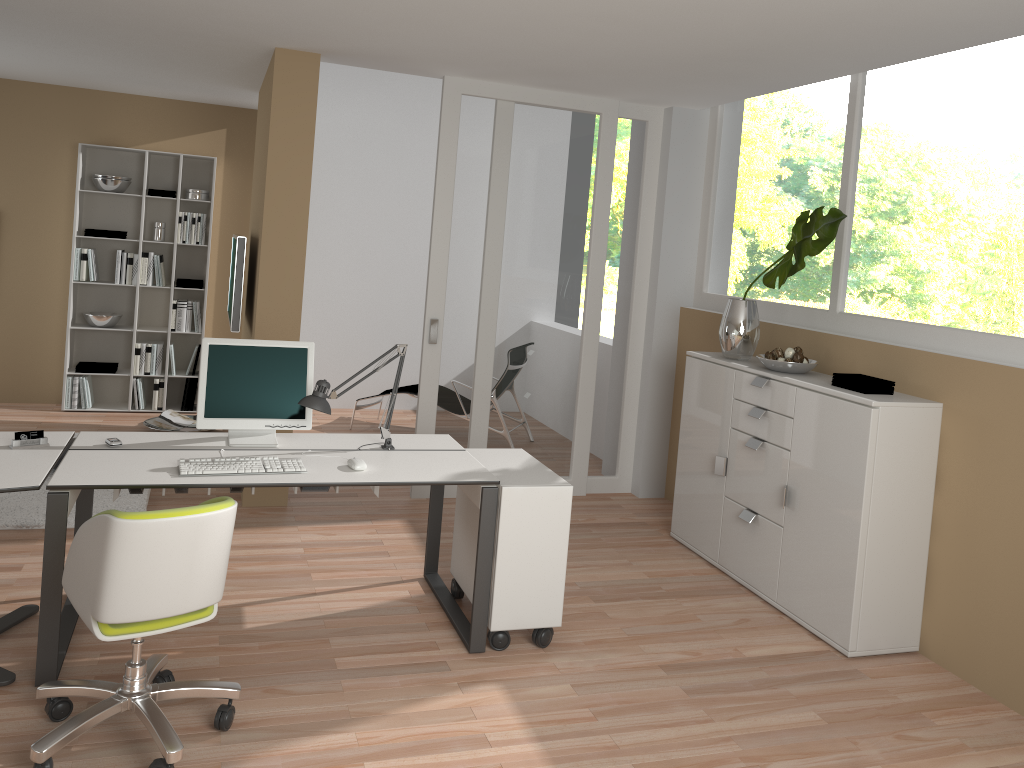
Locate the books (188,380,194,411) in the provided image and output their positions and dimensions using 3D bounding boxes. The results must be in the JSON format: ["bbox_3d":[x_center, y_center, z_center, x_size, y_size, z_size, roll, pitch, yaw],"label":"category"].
[{"bbox_3d":[-2.718,0.074,7.465,0.032,0.269,0.216,4,5,-19],"label":"books"}]

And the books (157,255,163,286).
[{"bbox_3d":[-2.931,-0.947,7.340,0.058,0.256,0.210,4,5,-19],"label":"books"}]

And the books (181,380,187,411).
[{"bbox_3d":[-2.769,0.075,7.442,0.032,0.268,0.214,4,5,-19],"label":"books"}]

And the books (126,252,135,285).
[{"bbox_3d":[-3.145,-0.954,7.256,0.040,0.257,0.210,4,5,-19],"label":"books"}]

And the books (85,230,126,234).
[{"bbox_3d":[-3.320,-1.245,7.201,0.296,0.008,0.213,2,9,-19],"label":"books"}]

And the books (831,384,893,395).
[{"bbox_3d":[1.589,0.025,4.000,0.157,0.007,0.225,2,9,-19],"label":"books"}]

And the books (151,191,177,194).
[{"bbox_3d":[-2.917,-1.597,7.340,0.210,0.008,0.301,1,10,-24],"label":"books"}]

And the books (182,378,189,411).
[{"bbox_3d":[-2.760,0.073,7.450,0.032,0.269,0.216,4,5,-19],"label":"books"}]

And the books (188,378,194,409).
[{"bbox_3d":[-2.722,0.077,7.458,0.032,0.268,0.214,4,5,-19],"label":"books"}]

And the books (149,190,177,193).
[{"bbox_3d":[-2.916,-1.602,7.340,0.210,0.008,0.301,1,10,-24],"label":"books"}]

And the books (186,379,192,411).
[{"bbox_3d":[-2.733,0.076,7.456,0.032,0.267,0.213,4,5,-19],"label":"books"}]

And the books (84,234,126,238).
[{"bbox_3d":[-3.322,-1.212,7.199,0.296,0.006,0.213,2,9,-19],"label":"books"}]

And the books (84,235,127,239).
[{"bbox_3d":[-3.322,-1.206,7.199,0.296,0.006,0.213,2,9,-19],"label":"books"}]

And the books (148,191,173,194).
[{"bbox_3d":[-2.922,-1.591,7.339,0.210,0.006,0.301,1,10,-23],"label":"books"}]

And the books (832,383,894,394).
[{"bbox_3d":[1.591,0.021,3.999,0.157,0.006,0.225,2,9,-19],"label":"books"}]

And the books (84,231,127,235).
[{"bbox_3d":[-3.320,-1.234,7.196,0.296,0.006,0.213,2,9,-18],"label":"books"}]

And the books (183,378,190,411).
[{"bbox_3d":[-2.753,0.074,7.447,0.032,0.271,0.219,4,5,-19],"label":"books"}]

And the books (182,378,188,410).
[{"bbox_3d":[-2.765,0.073,7.448,0.032,0.269,0.216,4,5,-19],"label":"books"}]

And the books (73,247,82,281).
[{"bbox_3d":[-3.510,-0.974,7.132,0.040,0.257,0.210,4,5,-19],"label":"books"}]

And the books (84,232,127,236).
[{"bbox_3d":[-3.319,-1.228,7.199,0.296,0.006,0.213,2,9,-19],"label":"books"}]

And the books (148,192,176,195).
[{"bbox_3d":[-2.921,-1.585,7.338,0.210,0.006,0.301,1,10,-24],"label":"books"}]

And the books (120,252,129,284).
[{"bbox_3d":[-3.186,-0.956,7.248,0.040,0.257,0.210,4,5,-19],"label":"books"}]

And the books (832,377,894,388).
[{"bbox_3d":[1.592,-0.007,3.998,0.157,0.006,0.225,2,9,-18],"label":"books"}]

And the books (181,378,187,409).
[{"bbox_3d":[-2.774,0.075,7.442,0.032,0.267,0.213,4,5,-19],"label":"books"}]

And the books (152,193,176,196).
[{"bbox_3d":[-2.921,-1.580,7.339,0.210,0.006,0.301,1,10,-24],"label":"books"}]

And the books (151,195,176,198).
[{"bbox_3d":[-2.923,-1.563,7.341,0.210,0.006,0.301,1,10,-24],"label":"books"}]

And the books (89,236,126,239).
[{"bbox_3d":[-3.323,-1.201,7.198,0.296,0.007,0.213,2,9,-19],"label":"books"}]

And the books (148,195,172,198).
[{"bbox_3d":[-2.925,-1.559,7.341,0.210,0.007,0.301,1,10,-24],"label":"books"}]

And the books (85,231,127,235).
[{"bbox_3d":[-3.320,-1.240,7.201,0.296,0.008,0.213,2,9,-19],"label":"books"}]

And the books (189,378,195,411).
[{"bbox_3d":[-2.713,0.074,7.466,0.032,0.269,0.216,4,5,-19],"label":"books"}]

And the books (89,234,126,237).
[{"bbox_3d":[-3.323,-1.218,7.198,0.296,0.006,0.213,1,9,-21],"label":"books"}]

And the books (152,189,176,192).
[{"bbox_3d":[-2.917,-1.612,7.335,0.210,0.006,0.301,1,10,-24],"label":"books"}]

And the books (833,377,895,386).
[{"bbox_3d":[1.596,-0.013,3.999,0.157,0.008,0.225,2,9,-19],"label":"books"}]

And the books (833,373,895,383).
[{"bbox_3d":[1.596,-0.028,3.995,0.157,0.006,0.225,2,9,-19],"label":"books"}]

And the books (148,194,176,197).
[{"bbox_3d":[-2.922,-1.569,7.340,0.210,0.006,0.301,1,10,-24],"label":"books"}]

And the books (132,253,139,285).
[{"bbox_3d":[-3.108,-0.951,7.277,0.040,0.250,0.210,4,5,-19],"label":"books"}]

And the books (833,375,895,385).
[{"bbox_3d":[1.597,-0.018,3.999,0.157,0.008,0.225,2,9,-19],"label":"books"}]

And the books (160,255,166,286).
[{"bbox_3d":[-2.919,-0.951,7.361,0.058,0.256,0.210,4,5,-19],"label":"books"}]

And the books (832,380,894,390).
[{"bbox_3d":[1.593,0.004,3.998,0.157,0.006,0.225,2,9,-19],"label":"books"}]

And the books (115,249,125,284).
[{"bbox_3d":[-3.224,-0.966,7.234,0.040,0.274,0.210,4,4,-19],"label":"books"}]

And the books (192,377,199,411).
[{"bbox_3d":[-2.686,0.077,7.472,0.032,0.267,0.213,4,5,-19],"label":"books"}]

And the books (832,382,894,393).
[{"bbox_3d":[1.591,0.015,3.999,0.157,0.006,0.225,2,9,-19],"label":"books"}]

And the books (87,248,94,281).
[{"bbox_3d":[-3.419,-0.971,7.160,0.060,0.258,0.210,4,5,-19],"label":"books"}]

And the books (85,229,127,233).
[{"bbox_3d":[-3.315,-1.250,7.197,0.296,0.007,0.213,2,9,-19],"label":"books"}]

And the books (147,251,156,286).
[{"bbox_3d":[-3.003,-0.961,7.323,0.040,0.274,0.210,4,4,-19],"label":"books"}]

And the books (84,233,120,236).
[{"bbox_3d":[-3.320,-1.223,7.199,0.296,0.006,0.213,2,9,-19],"label":"books"}]

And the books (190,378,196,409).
[{"bbox_3d":[-2.706,0.075,7.463,0.032,0.271,0.219,4,5,-19],"label":"books"}]

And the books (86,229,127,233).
[{"bbox_3d":[-3.314,-1.255,7.199,0.296,0.006,0.213,2,9,-19],"label":"books"}]

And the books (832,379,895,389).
[{"bbox_3d":[1.593,-0.001,3.998,0.157,0.006,0.225,2,9,-19],"label":"books"}]

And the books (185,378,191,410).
[{"bbox_3d":[-2.743,0.076,7.452,0.032,0.267,0.213,4,5,-19],"label":"books"}]

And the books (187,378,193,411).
[{"bbox_3d":[-2.727,0.077,7.458,0.032,0.267,0.213,4,5,-19],"label":"books"}]

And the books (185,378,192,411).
[{"bbox_3d":[-2.738,0.074,7.454,0.032,0.272,0.221,4,5,-19],"label":"books"}]

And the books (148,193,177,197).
[{"bbox_3d":[-2.923,-1.575,7.342,0.210,0.006,0.301,0,10,-26],"label":"books"}]

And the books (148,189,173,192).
[{"bbox_3d":[-2.919,-1.607,7.335,0.210,0.007,0.301,1,10,-24],"label":"books"}]

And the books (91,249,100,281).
[{"bbox_3d":[-3.400,-0.972,7.179,0.058,0.256,0.210,4,5,-19],"label":"books"}]

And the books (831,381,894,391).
[{"bbox_3d":[1.591,0.009,4.001,0.157,0.006,0.225,1,9,-21],"label":"books"}]

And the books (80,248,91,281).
[{"bbox_3d":[-3.464,-0.972,7.142,0.040,0.257,0.210,4,5,-19],"label":"books"}]

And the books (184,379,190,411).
[{"bbox_3d":[-2.748,0.076,7.451,0.032,0.267,0.213,4,5,-19],"label":"books"}]

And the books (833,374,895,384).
[{"bbox_3d":[1.595,-0.023,3.995,0.157,0.007,0.225,2,9,-19],"label":"books"}]
